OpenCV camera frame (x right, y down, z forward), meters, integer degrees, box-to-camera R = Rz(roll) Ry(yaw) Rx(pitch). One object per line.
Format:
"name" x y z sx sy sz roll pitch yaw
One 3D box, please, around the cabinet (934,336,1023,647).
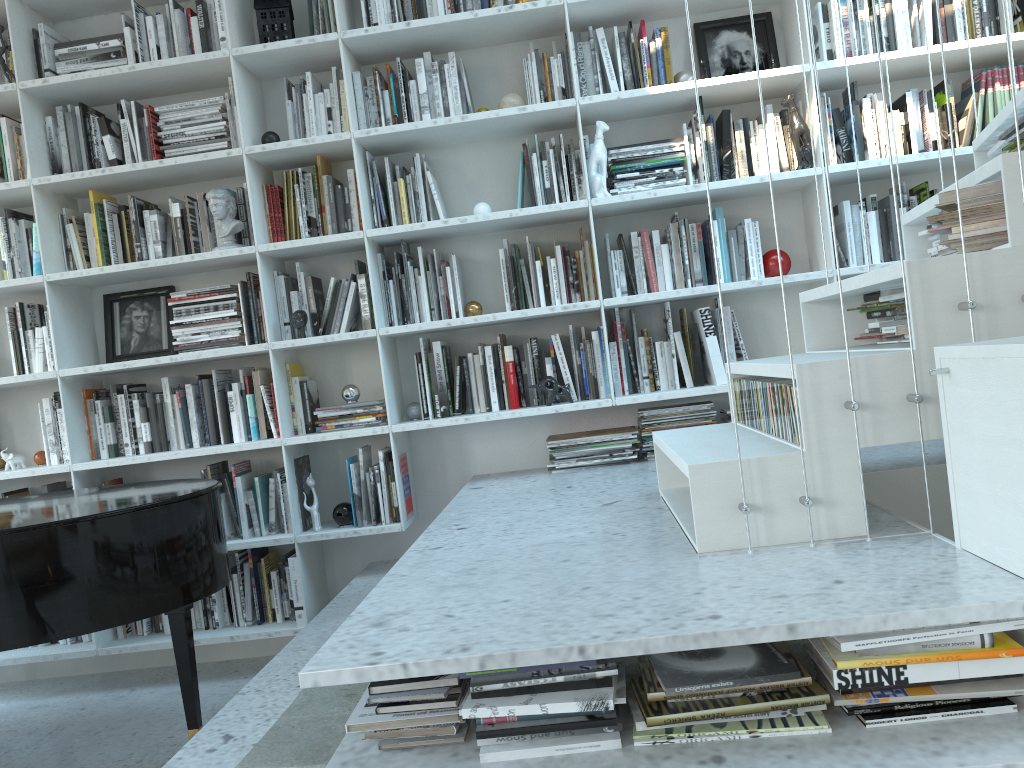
"cabinet" 0.998 0.249 1.071 0.551 0.668 0.992 -7 1 4

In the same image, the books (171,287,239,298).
"books" -1.214 -0.359 3.567 0.254 0.012 0.161 -7 1 1

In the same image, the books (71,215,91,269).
"books" -1.706 -0.554 3.596 0.042 0.242 0.162 -7 2 4

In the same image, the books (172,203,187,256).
"books" -1.291 -0.596 3.547 0.029 0.224 0.185 -7 1 4

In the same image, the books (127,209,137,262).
"books" -1.495 -0.577 3.582 0.025 0.236 0.137 -7 2 4

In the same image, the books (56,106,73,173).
"books" -1.756 -0.946 3.576 0.026 0.297 0.179 -7 2 4

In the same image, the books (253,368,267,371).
"books" -1.000 0.077 3.584 0.010 0.284 0.131 -7 2 4

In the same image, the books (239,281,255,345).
"books" -1.036 -0.276 3.551 0.011 0.261 0.184 -7 1 4

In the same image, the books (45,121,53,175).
"books" -1.824 -0.916 3.595 0.012 0.254 0.161 -7 2 4

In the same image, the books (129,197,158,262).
"books" -1.460 -0.597 3.557 0.028 0.268 0.189 -7 1 4

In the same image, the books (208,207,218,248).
"books" -1.174 -0.602 3.564 0.022 0.206 0.114 -7 2 4

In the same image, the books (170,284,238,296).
"books" -1.216 -0.371 3.564 0.254 0.012 0.160 -7 1 8

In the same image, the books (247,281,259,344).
"books" -1.012 -0.277 3.560 0.013 0.256 0.162 -7 2 4

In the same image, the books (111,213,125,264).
"books" -1.559 -0.565 3.594 0.024 0.228 0.147 -7 2 4

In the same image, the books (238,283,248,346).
"books" -1.047 -0.271 3.555 0.012 0.254 0.161 -7 2 4

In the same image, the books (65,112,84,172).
"books" -1.716 -0.935 3.567 0.025 0.266 0.185 -7 1 4

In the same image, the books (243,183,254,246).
"books" -1.026 -0.657 3.553 0.025 0.279 0.108 -7 2 4

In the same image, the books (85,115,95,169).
"books" -1.657 -0.936 3.575 0.011 0.252 0.153 -7 2 4

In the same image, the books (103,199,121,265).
"books" -1.580 -0.588 3.571 0.010 0.281 0.170 -7 2 4

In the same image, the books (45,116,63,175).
"books" -1.807 -0.925 3.583 0.026 0.267 0.170 -7 2 4

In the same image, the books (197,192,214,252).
"books" -1.201 -0.624 3.549 0.025 0.259 0.150 -7 2 4

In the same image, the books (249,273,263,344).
"books" -1.002 -0.294 3.558 0.011 0.288 0.152 -7 2 4

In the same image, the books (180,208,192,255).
"books" -1.261 -0.588 3.548 0.029 0.200 0.178 -7 1 4

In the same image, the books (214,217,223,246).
"books" -1.155 -0.630 3.555 0.024 0.259 0.126 -7 2 4

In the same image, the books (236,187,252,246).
"books" -1.051 -0.644 3.544 0.025 0.260 0.130 -7 2 4

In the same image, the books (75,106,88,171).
"books" -1.690 -0.954 3.582 0.029 0.295 0.151 -7 2 4

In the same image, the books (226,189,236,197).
"books" -1.102 -0.639 3.558 0.014 0.263 0.135 -7 2 4

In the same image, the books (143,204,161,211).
"books" -1.438 -0.592 3.583 0.011 0.251 0.130 -7 2 4

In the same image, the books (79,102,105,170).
"books" -1.671 -0.958 3.572 0.011 0.300 0.179 -7 2 4

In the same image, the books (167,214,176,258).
"books" -1.350 -0.576 3.577 0.050 0.199 0.145 -7 1 4

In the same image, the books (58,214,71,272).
"books" -1.778 -0.551 3.606 0.012 0.254 0.161 -7 2 4

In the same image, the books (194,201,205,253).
"books" -1.222 -0.608 3.570 0.025 0.230 0.143 -7 2 4

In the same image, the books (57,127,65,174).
"books" -1.777 -0.909 3.597 0.027 0.228 0.147 -7 2 4

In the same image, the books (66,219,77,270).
"books" -1.755 -0.544 3.613 0.011 0.235 0.141 -7 2 4

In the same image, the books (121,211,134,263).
"books" -1.514 -0.570 3.576 0.012 0.228 0.169 -7 1 4

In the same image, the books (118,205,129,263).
"books" -1.534 -0.584 3.597 0.028 0.259 0.134 -7 2 4

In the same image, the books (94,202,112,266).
"books" -1.603 -0.578 3.558 0.015 0.267 0.189 -7 1 4

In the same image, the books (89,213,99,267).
"books" -1.645 -0.560 3.594 0.029 0.240 0.155 -7 2 4

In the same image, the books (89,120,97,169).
"books" -1.644 -0.928 3.575 0.014 0.233 0.147 -7 2 4

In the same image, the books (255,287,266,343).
"books" -0.987 -0.268 3.565 0.013 0.232 0.134 -7 2 4

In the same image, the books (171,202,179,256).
"books" -1.310 -0.599 3.560 0.010 0.234 0.174 -7 1 4

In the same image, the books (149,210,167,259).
"books" -1.392 -0.579 3.568 0.030 0.215 0.168 -7 1 4

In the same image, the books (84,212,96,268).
"books" -1.672 -0.561 3.602 0.026 0.248 0.139 -7 2 4

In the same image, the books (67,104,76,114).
"books" -1.736 -0.957 3.594 0.014 0.313 0.133 -7 2 4

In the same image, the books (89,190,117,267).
"books" -1.620 -0.602 3.559 0.014 0.317 0.188 -7 2 4

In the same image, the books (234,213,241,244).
"books" -1.086 -0.612 3.552 0.012 0.206 0.145 -7 1 4

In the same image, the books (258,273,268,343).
"books" -0.959 -0.295 3.543 0.011 0.279 0.186 -7 2 4

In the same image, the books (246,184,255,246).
"books" -1.008 -0.652 3.535 0.014 0.266 0.153 -7 2 4

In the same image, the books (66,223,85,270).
"books" -1.723 -0.534 3.586 0.053 0.209 0.156 -7 1 4

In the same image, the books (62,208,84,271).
"books" -1.768 -0.566 3.614 0.010 0.282 0.140 -7 2 4

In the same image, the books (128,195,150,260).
"books" -1.480 -0.603 3.572 0.013 0.284 0.176 -7 2 4

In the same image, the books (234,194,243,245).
"books" -1.071 -0.632 3.564 0.021 0.242 0.103 -7 2 4

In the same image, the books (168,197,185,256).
"books" -1.323 -0.609 3.564 0.014 0.259 0.161 -7 2 4

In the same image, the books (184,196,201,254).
"books" -1.244 -0.612 3.535 0.012 0.245 0.185 -7 1 4

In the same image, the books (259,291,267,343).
"books" -0.969 -0.262 3.562 0.021 0.217 0.132 -7 2 4

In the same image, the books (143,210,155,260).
"books" -1.419 -0.576 3.569 0.024 0.216 0.175 -7 1 4
